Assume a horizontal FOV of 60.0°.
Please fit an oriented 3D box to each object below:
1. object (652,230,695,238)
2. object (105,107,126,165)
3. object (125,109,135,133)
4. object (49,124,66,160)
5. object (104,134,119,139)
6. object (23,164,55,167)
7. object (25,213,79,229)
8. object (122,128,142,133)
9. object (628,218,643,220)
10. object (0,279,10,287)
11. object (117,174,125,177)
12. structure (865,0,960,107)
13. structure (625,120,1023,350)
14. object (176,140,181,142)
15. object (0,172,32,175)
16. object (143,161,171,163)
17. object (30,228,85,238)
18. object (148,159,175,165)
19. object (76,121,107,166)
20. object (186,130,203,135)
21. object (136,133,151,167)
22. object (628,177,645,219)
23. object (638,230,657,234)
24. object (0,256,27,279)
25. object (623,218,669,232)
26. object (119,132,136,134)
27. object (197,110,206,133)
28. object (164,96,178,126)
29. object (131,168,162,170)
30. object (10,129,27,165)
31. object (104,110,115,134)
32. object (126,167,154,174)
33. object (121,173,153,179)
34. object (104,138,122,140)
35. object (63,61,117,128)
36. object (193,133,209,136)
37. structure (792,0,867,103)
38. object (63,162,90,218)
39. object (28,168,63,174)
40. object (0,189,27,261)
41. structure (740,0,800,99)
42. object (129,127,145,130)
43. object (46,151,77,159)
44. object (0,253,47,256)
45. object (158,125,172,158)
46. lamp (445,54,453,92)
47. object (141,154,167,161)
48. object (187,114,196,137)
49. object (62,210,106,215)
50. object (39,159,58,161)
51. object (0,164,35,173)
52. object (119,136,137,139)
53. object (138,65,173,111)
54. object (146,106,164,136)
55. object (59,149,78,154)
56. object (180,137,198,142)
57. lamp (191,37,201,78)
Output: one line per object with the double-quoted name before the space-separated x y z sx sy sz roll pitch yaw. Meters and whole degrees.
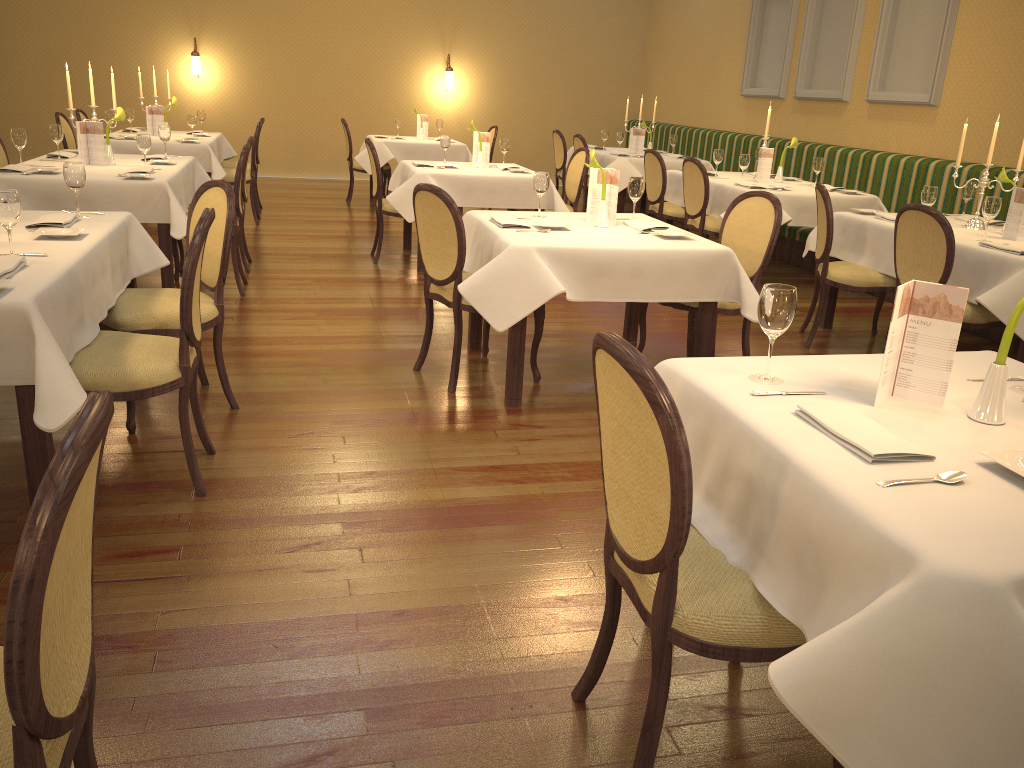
"object" 0.761 -0.706 4.205 0.160 0.024 0.160 -1 19 -14
"object" -2.621 -1.631 5.835 0.163 0.375 0.076 6 19 7
"object" -3.771 -2.600 8.767 0.088 0.229 0.088 15 22 32
"object" -3.071 -1.633 5.994 0.088 0.229 0.088 13 21 26
"object" -3.673 -2.256 8.085 0.142 0.024 0.273 -1 19 -14
"object" -2.972 -1.374 5.580 0.185 0.010 0.017 -1 19 -14
"object" -1.875 -0.665 3.621 0.142 0.033 0.273 -1 19 -14
"object" -3.843 -2.565 8.968 0.142 0.033 0.273 -1 19 -14
"object" 0.605 -0.878 4.713 0.185 0.010 0.017 -1 19 -13
"object" -1.522 -0.267 2.499 0.160 0.024 0.160 -1 19 -14
"object" -2.284 -1.253 5.331 0.181 0.015 0.038 -1 19 -12
"structure" 3.516 -3.910 7.275 0.200 3.103 0.956 -1 19 -14
"structure" 3.202 -1.253 7.072 0.850 1.031 14.516 -1 19 -14
"object" -2.984 -2.220 8.104 0.181 0.015 0.038 -1 19 -12
"object" -2.871 -1.218 5.125 0.181 0.015 0.038 -1 19 -12
"object" -2.488 -1.559 6.218 0.185 0.010 0.017 -1 19 -13
"object" -1.722 -0.568 3.365 0.160 0.024 0.160 -1 19 -14
"object" -2.415 -1.526 6.112 0.160 0.024 0.160 -1 19 -14
"object" -2.752 -1.564 5.772 0.166 0.277 0.081 -13 25 -40
"object" -3.268 -2.590 9.141 0.142 0.033 0.273 -1 19 -14
"object" -2.338 -1.475 5.645 0.088 0.229 0.088 15 22 32
"object" 0.638 -0.955 4.603 0.088 0.229 0.088 13 21 26
"object" 0.693 -0.734 4.289 0.181 0.015 0.038 -1 19 -12
"object" -1.614 -0.355 2.739 0.142 0.033 0.273 -1 19 -14
"object" 0.669 -0.794 4.444 0.142 0.033 0.273 -1 19 -14
"object" -3.761 -2.464 8.705 0.185 0.010 0.017 -1 19 -14
"object" -3.261 -2.756 9.320 0.088 0.229 0.088 15 22 32
"object" -3.321 -2.598 8.608 0.163 0.375 0.076 6 19 7
"object" -2.371 -1.398 5.755 0.185 0.010 0.017 -1 19 -13
"object" -3.025 -1.449 5.450 0.088 0.229 0.088 15 22 32
"object" -3.724 -2.416 8.223 0.088 0.229 0.088 15 22 32
"object" -2.307 -1.313 5.486 0.142 0.033 0.273 -1 19 -14
"object" -2.216 -1.225 5.246 0.160 0.024 0.160 -1 19 -14
"object" -3.570 -2.185 7.899 0.181 0.015 0.038 -1 19 -12
"object" -2.794 -1.816 5.929 0.131 0.655 0.390 10 20 19
"object" -3.115 -2.493 8.885 0.160 0.024 0.160 -1 19 -14
"structure" 3.221 -4.318 8.443 0.200 3.103 0.956 -1 19 -14
"object" -1.868 -0.831 3.800 0.088 0.229 0.088 15 22 32
"object" -2.766 -1.261 5.260 0.160 0.024 0.160 -1 19 -14
"object" -1.645 -0.517 2.898 0.088 0.229 0.088 15 22 32
"structure" 2.947 -4.697 9.530 0.200 3.103 0.956 -1 19 -14
"object" -3.912 -2.666 9.264 0.160 0.024 0.160 -1 19 -14
"object" -3.143 -1.598 6.195 0.142 0.033 0.273 -1 19 -14
"object" -1.678 -0.440 3.008 0.185 0.010 0.017 -1 19 -13
"object" -2.561 -1.789 6.547 0.088 0.229 0.088 15 22 32
"lamp" -0.925 -4.414 12.588 0.114 0.513 0.323 -5 20 -24
"object" -2.568 -1.623 6.368 0.142 0.033 0.273 -1 19 -14
"object" -3.038 -2.442 8.418 0.088 0.229 0.088 15 22 32
"object" -1.889 -0.758 3.917 0.181 0.015 0.038 -1 19 -12
"object" -3.061 -1.496 5.932 0.185 0.010 0.017 -1 19 -14
"object" -2.973 -1.289 5.312 0.142 0.024 0.273 -1 19 -14
"object" -3.465 -2.228 8.033 0.160 0.024 0.160 -1 19 -14
"object" -3.494 -2.784 8.703 0.131 0.655 0.390 10 20 19
"object" -3.452 -2.531 8.546 0.166 0.277 0.081 -13 25 -40
"object" -3.212 -1.698 6.491 0.160 0.024 0.160 -1 19 -14
"object" -3.007 -2.280 8.259 0.142 0.033 0.273 -1 19 -14
"lamp" -4.217 -4.335 11.785 0.114 0.513 0.323 -5 20 -24
